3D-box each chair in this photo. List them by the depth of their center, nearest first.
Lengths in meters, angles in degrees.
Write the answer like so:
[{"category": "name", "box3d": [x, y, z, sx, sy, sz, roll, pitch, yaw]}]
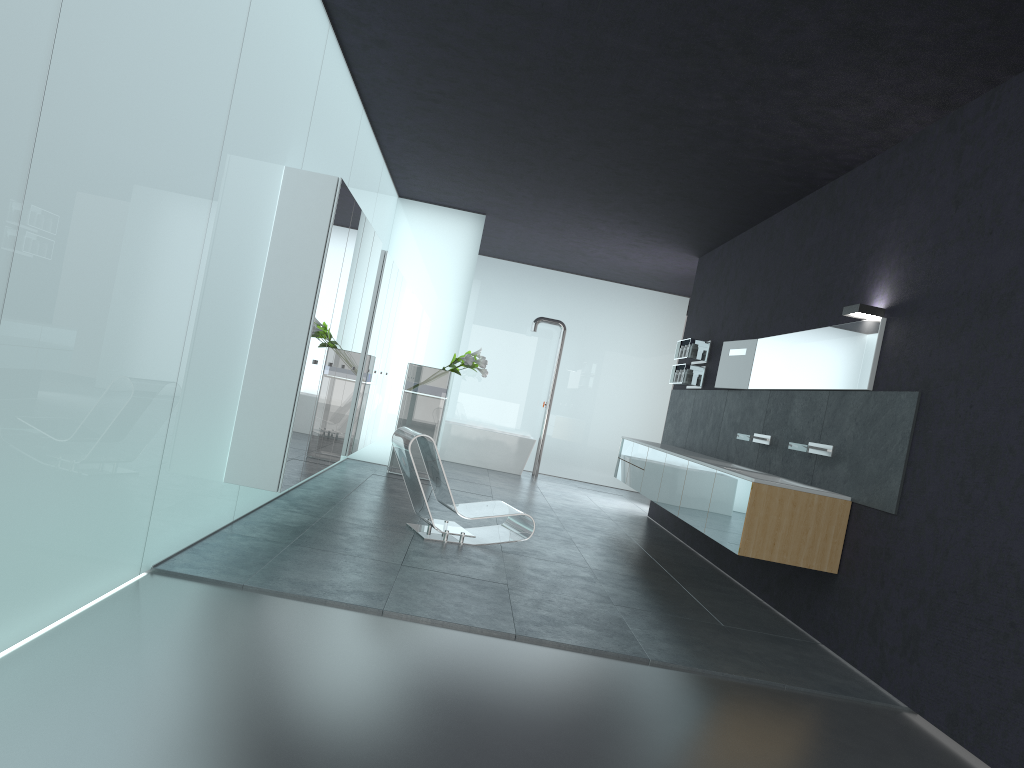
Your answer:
[{"category": "chair", "box3d": [-0.444, 0.923, 7.833, 1.263, 0.871, 0.628, 11, 0, -21]}]

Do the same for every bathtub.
[{"category": "bathtub", "box3d": [-0.607, 1.008, 15.787, 1.978, 0.859, 0.960, 11, 0, -3]}]

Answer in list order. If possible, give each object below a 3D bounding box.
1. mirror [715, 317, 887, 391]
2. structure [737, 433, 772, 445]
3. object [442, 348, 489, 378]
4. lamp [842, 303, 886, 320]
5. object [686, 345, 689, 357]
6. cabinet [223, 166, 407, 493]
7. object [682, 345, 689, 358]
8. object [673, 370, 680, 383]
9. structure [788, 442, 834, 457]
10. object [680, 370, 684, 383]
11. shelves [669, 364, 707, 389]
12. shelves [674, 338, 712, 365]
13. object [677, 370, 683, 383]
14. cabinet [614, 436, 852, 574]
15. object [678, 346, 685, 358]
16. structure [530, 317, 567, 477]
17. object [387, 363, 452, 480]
[{"category": "mirror", "box3d": [2.534, -0.210, 8.234, 0.109, 0.532, 3.721, 11, -1, -4]}, {"category": "structure", "box3d": [2.298, 0.508, 8.455, 0.186, 0.088, 0.482, 11, -1, -2]}, {"category": "object", "box3d": [-0.827, -0.197, 11.965, 1.025, 0.779, 0.973, 11, 0, -10]}, {"category": "lamp", "box3d": [2.599, -0.532, 6.556, 0.198, 0.066, 0.277, 11, -1, -2]}, {"category": "object", "box3d": [2.289, -0.413, 11.381, 0.096, 0.184, 0.067, 11, 0, -4]}, {"category": "cabinet", "box3d": [-1.710, -0.358, 9.101, 0.398, 2.215, 6.003, 11, -1, -2]}, {"category": "object", "box3d": [2.281, -0.412, 11.569, 0.096, 0.184, 0.068, 11, 0, 6]}, {"category": "object", "box3d": [2.208, -0.090, 11.786, 0.096, 0.184, 0.067, 11, 0, -11]}, {"category": "structure", "box3d": [2.360, 0.502, 7.038, 0.186, 0.088, 0.482, 11, -1, -2]}, {"category": "object", "box3d": [2.226, -0.092, 11.384, 0.096, 0.184, 0.067, 11, 0, -4]}, {"category": "shelves", "box3d": [2.273, -0.104, 11.508, 0.265, 0.285, 0.769, 11, -1, -2]}, {"category": "shelves", "box3d": [2.336, -0.425, 11.505, 0.265, 0.285, 0.769, 11, -1, -2]}, {"category": "object", "box3d": [2.217, -0.091, 11.572, 0.096, 0.184, 0.068, 11, 0, 6]}, {"category": "cabinet", "box3d": [1.897, 1.026, 9.104, 0.734, 0.556, 5.582, 11, -1, -2]}, {"category": "object", "box3d": [2.272, -0.411, 11.783, 0.096, 0.184, 0.067, 11, 0, -11]}, {"category": "structure", "box3d": [0.420, 0.240, 15.816, 0.643, 2.872, 0.123, 11, 0, -3]}, {"category": "object", "box3d": [-1.254, 0.504, 12.109, 0.585, 1.491, 0.575, 11, 0, -3]}]
